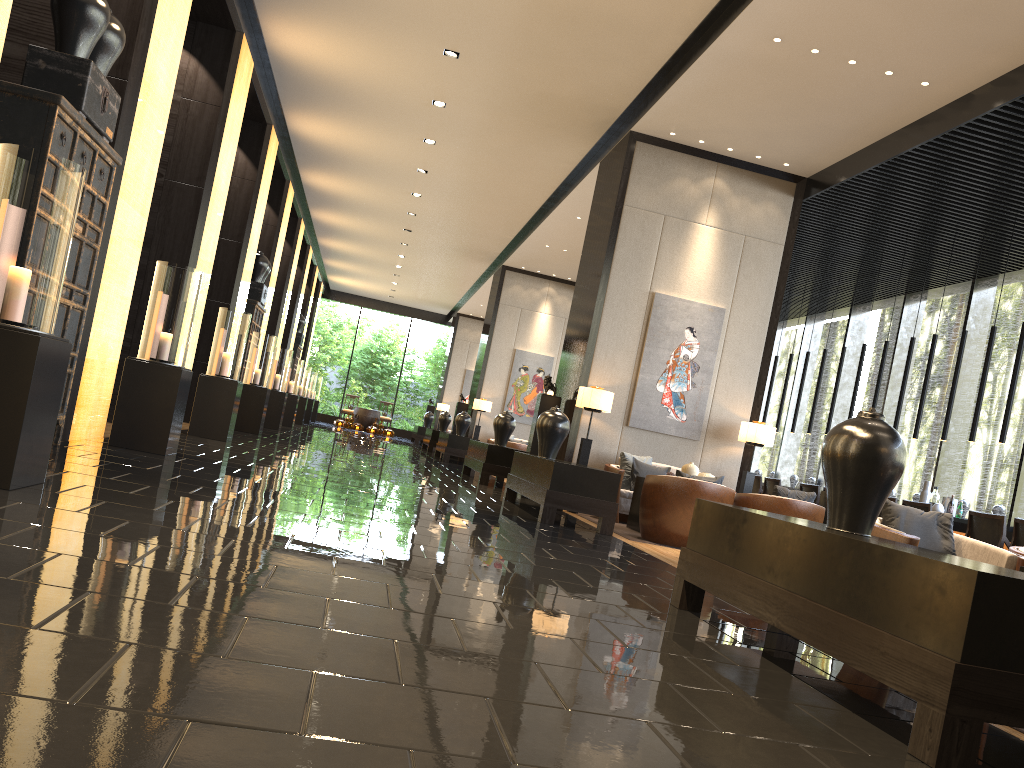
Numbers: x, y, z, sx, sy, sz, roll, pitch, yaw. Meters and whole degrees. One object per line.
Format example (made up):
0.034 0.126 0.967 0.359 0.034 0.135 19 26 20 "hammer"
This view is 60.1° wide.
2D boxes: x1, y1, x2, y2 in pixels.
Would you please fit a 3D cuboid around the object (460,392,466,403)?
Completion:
-1.056 0.299 19.023 0.162 0.217 0.102 12 -1 -21 "object"

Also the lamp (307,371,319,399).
-5.485 0.021 24.009 0.337 0.729 0.336 12 -1 -8 "lamp"

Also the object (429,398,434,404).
-2.539 0.562 27.865 0.176 0.246 0.115 12 -1 -5 "object"

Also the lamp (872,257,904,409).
4.842 -0.501 11.450 0.060 2.419 0.060 11 0 -14 "lamp"

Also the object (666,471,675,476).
1.548 0.908 8.648 0.091 0.112 0.092 10 -2 43 "object"

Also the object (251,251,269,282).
-3.938 -1.818 13.717 0.313 0.492 0.310 13 -2 -43 "object"

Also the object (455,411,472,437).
-0.948 0.758 17.067 0.311 0.492 0.312 11 -1 9 "object"

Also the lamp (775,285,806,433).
4.415 -0.422 13.989 0.060 2.419 0.060 11 0 -14 "lamp"

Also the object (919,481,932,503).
4.738 1.283 10.148 0.113 0.344 0.113 12 -1 -14 "object"

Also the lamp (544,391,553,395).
0.466 0.767 11.132 0.373 1.318 0.377 11 -1 35 "lamp"

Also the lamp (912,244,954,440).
5.006 -0.532 10.481 0.060 2.419 0.060 11 0 -14 "lamp"

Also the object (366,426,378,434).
-4.325 1.414 27.439 0.370 0.229 0.370 12 -3 -7 "object"

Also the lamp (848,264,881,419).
4.757 -0.486 11.958 0.060 2.419 0.060 11 0 -14 "lamp"

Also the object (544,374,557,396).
0.440 0.011 10.183 0.176 0.246 0.115 12 -1 -10 "object"

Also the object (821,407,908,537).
1.349 0.334 3.428 0.313 0.492 0.310 12 -1 -21 "object"

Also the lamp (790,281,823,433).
4.502 -0.438 13.471 0.060 2.419 0.060 11 0 -14 "lamp"

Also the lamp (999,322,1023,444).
5.245 -0.576 9.057 0.060 2.419 0.060 11 0 -14 "lamp"

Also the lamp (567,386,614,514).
0.769 0.698 9.350 0.373 1.347 0.377 11 -1 42 "lamp"

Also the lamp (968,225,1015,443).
5.170 -0.562 9.507 0.060 2.419 0.060 11 0 -14 "lamp"

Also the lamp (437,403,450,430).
-2.206 1.246 27.015 0.373 1.350 0.376 11 -1 20 "lamp"

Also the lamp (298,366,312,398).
-4.997 -0.069 21.114 0.337 0.729 0.336 12 -1 -8 "lamp"

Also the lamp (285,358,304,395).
-4.510 -0.159 18.219 0.337 0.729 0.336 12 -1 -8 "lamp"

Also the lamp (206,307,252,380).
-3.047 -0.430 9.535 0.338 0.729 0.335 12 -1 -36 "lamp"

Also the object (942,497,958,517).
5.032 1.409 10.193 0.169 0.219 0.168 12 -2 -14 "object"

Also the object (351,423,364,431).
-4.770 1.319 27.357 0.369 0.229 0.371 11 -3 13 "object"

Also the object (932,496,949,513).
4.842 1.361 10.043 0.136 0.217 0.135 12 -1 -22 "object"

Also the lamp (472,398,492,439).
-0.713 0.970 18.149 0.374 1.350 0.376 11 -1 9 "lamp"

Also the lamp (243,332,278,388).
-3.535 -0.340 12.430 0.337 0.729 0.337 11 -1 -4 "lamp"

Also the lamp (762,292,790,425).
4.329 -0.407 14.496 0.060 2.419 0.060 11 0 -14 "lamp"

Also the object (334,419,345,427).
-5.404 1.223 27.836 0.369 0.229 0.371 11 -3 8 "object"

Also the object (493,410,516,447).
-0.114 0.604 12.117 0.313 0.492 0.310 12 -1 -28 "object"

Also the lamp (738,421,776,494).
2.569 1.079 9.663 0.373 1.350 0.376 11 -1 20 "lamp"

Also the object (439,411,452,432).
-1.588 0.877 20.865 0.311 0.492 0.312 11 -1 9 "object"

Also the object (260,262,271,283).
-3.993 -1.807 14.044 0.313 0.492 0.310 12 -1 -28 "object"

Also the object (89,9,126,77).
-2.536 -2.077 5.396 0.313 0.492 0.310 12 -1 -28 "object"

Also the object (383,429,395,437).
-3.911 1.539 28.077 0.372 0.229 0.368 13 -3 -37 "object"

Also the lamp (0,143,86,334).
-2.080 -0.609 3.792 0.337 0.729 0.337 11 -1 0 "lamp"

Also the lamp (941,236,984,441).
5.092 -0.548 9.966 0.060 2.419 0.060 11 0 -14 "lamp"

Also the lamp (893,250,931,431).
4.934 -0.518 10.906 0.060 2.419 0.060 11 0 -14 "lamp"

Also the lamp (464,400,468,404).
-1.013 1.026 19.932 0.374 1.350 0.376 11 -1 9 "lamp"

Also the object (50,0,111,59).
-2.481 -2.087 5.068 0.312 0.492 0.311 12 -1 -13 "object"

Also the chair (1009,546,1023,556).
2.827 1.174 4.454 0.805 0.604 0.605 12 -2 -9 "chair"

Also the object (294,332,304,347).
-5.500 -1.143 22.565 0.366 0.314 0.605 12 -3 -9 "object"

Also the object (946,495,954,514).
4.994 1.384 10.073 0.067 0.237 0.067 12 -1 -16 "object"

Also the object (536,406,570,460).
0.367 0.442 8.138 0.311 0.492 0.312 11 -1 9 "object"

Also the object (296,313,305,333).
-5.402 -1.547 22.410 0.313 0.492 0.310 12 -2 -36 "object"

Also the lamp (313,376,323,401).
-5.972 0.111 26.904 0.338 0.729 0.335 12 -1 -22 "lamp"

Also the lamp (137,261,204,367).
-2.559 -0.520 6.640 0.338 0.729 0.335 12 -1 -36 "lamp"

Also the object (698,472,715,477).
1.894 0.955 8.674 0.245 0.168 0.245 12 -3 -7 "object"

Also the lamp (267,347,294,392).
-4.022 -0.250 15.325 0.337 0.729 0.336 12 -1 -8 "lamp"

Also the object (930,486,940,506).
4.870 1.334 10.216 0.129 0.305 0.128 12 -1 -23 "object"

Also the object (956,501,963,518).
5.088 1.422 10.050 0.056 0.197 0.056 11 -1 -8 "object"

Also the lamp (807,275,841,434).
4.586 -0.454 12.970 0.060 2.419 0.060 11 0 -14 "lamp"

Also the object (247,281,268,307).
-4.036 -1.413 13.872 0.366 0.314 0.605 12 -3 -9 "object"

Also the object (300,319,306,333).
-5.457 -1.537 22.738 0.313 0.492 0.310 12 -1 -28 "object"

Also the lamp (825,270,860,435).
4.671 -0.470 12.465 0.060 2.419 0.060 11 0 -14 "lamp"

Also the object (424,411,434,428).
-2.448 1.036 25.972 0.311 0.492 0.312 11 -1 9 "object"

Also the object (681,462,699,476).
1.721 0.876 8.585 0.170 0.236 0.172 11 -2 26 "object"
